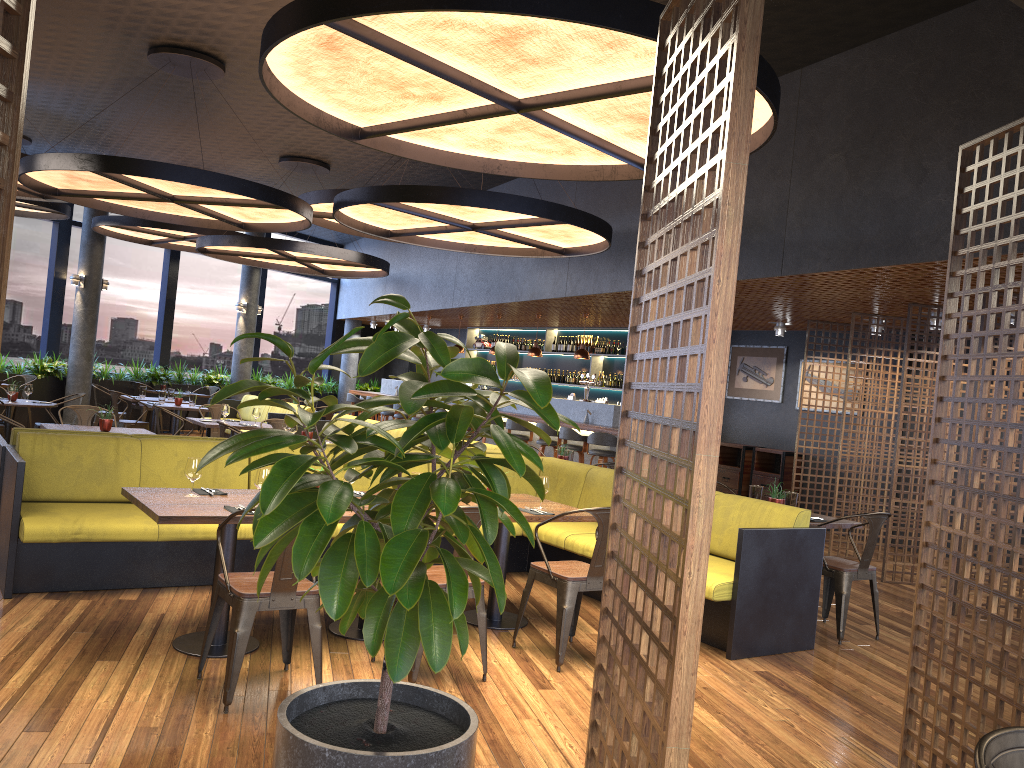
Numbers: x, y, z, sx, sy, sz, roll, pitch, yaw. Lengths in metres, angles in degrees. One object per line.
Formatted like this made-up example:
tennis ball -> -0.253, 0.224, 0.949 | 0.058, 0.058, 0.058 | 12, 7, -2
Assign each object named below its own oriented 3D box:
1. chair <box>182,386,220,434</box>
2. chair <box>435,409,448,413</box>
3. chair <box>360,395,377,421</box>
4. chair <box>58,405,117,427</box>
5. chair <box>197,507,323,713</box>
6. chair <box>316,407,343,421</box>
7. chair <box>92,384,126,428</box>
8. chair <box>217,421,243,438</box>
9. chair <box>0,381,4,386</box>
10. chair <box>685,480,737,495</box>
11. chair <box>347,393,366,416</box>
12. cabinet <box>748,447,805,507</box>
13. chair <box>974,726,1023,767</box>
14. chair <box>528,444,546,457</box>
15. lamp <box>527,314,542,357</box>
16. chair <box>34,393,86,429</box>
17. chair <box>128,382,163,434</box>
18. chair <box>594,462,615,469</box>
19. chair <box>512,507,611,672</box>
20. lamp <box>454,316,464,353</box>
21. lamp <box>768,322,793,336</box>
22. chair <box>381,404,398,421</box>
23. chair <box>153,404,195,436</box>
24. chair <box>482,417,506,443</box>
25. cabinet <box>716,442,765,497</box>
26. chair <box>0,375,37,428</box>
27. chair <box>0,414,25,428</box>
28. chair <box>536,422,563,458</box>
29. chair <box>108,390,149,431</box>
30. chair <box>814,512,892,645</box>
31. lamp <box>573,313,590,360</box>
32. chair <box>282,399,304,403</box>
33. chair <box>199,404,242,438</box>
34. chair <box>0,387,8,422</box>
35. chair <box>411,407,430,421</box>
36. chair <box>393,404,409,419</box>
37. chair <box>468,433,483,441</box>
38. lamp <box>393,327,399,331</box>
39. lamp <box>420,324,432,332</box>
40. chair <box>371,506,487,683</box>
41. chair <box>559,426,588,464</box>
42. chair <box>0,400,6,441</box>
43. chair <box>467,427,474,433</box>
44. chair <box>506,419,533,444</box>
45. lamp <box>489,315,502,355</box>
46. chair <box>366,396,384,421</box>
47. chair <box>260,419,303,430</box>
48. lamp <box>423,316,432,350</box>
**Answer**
chair -> -6.022, 0.498, 17.290 | 0.504, 0.917, 0.541 | 6, 0, 21
chair -> -1.106, 0.922, 14.946 | 0.483, 1.048, 0.438 | 6, 0, 27
chair -> -3.031, 0.736, 18.835 | 0.483, 1.048, 0.438 | 6, 0, -5
chair -> -4.072, 0.678, 8.454 | 0.504, 0.917, 0.541 | 6, 0, -34
chair -> -1.114, 0.968, 4.095 | 0.504, 0.917, 0.541 | 6, 0, -34
chair -> -2.998, 0.796, 14.022 | 0.504, 0.917, 0.541 | 6, 0, -34
chair -> -6.160, 0.477, 13.533 | 0.541, 0.917, 0.504 | 6, 0, -15
chair -> -2.583, 0.828, 8.482 | 0.541, 0.917, 0.504 | 6, 0, -34
chair -> -7.035, 0.386, 11.648 | 0.541, 0.917, 0.504 | 6, 0, -4
chair -> 1.659, 1.252, 7.301 | 0.504, 0.917, 0.541 | 6, 0, -34
chair -> -3.135, 0.724, 17.853 | 0.483, 1.048, 0.438 | 6, 0, 27
cabinet -> 3.643, 1.417, 12.299 | 0.473, 1.007, 0.553 | 6, 0, -34
chair -> 1.119, 1.188, 1.627 | 0.504, 0.917, 0.541 | 6, 0, -34
chair -> 0.128, 1.102, 9.529 | 0.504, 0.917, 0.541 | 6, 0, -34
lamp -> 0.400, -0.779, 14.270 | 0.250, 0.673, 0.250 | 6, 0, -2
chair -> -5.460, 0.542, 10.656 | 0.541, 0.917, 0.504 | 6, 0, -34
chair -> -6.683, 0.429, 16.138 | 0.504, 0.917, 0.541 | 6, 0, 31
chair -> 0.824, 1.170, 8.497 | 0.504, 0.917, 0.541 | 6, 0, -34
chair -> 0.374, 1.119, 5.110 | 0.504, 0.917, 0.541 | 6, 0, -34
lamp -> -0.970, -0.913, 16.299 | 0.250, 0.673, 0.250 | 6, 0, -2
lamp -> 3.569, -0.727, 11.797 | 0.228, 0.172, 0.228 | 6, 0, -34
chair -> -2.294, 0.806, 16.710 | 0.483, 1.048, 0.438 | 6, 0, 27
chair -> -3.818, 0.706, 10.036 | 0.541, 0.917, 0.504 | 6, 0, -34
chair -> -0.325, 0.999, 13.764 | 0.483, 1.048, 0.438 | 6, 0, 16
cabinet -> 3.254, 1.379, 12.874 | 0.473, 1.007, 0.553 | 6, 0, -34
chair -> -7.915, 0.302, 14.098 | 0.504, 0.917, 0.541 | 6, 0, 20
chair -> -4.284, 0.655, 7.527 | 0.541, 0.917, 0.504 | 6, 0, -34
chair -> 0.525, 1.082, 12.551 | 0.483, 1.048, 0.438 | 6, 0, 27
chair -> -5.309, 0.560, 12.230 | 0.504, 0.917, 0.541 | 6, 0, 33
chair -> 2.344, 1.319, 6.285 | 0.504, 0.917, 0.541 | 6, 0, -34
lamp -> 1.075, -0.713, 13.270 | 0.250, 0.673, 0.250 | 6, 0, -2
chair -> -3.703, 0.727, 15.068 | 0.504, 0.917, 0.541 | 6, 0, -34
chair -> -3.642, 0.726, 11.002 | 0.504, 0.917, 0.541 | 6, 0, -34
chair -> -6.335, 0.454, 10.653 | 0.541, 0.917, 0.504 | 6, 0, 38
chair -> -1.603, 0.873, 15.476 | 0.438, 1.048, 0.483 | 6, 0, -14
chair -> -1.975, 0.837, 16.101 | 0.438, 1.048, 0.483 | 6, 0, -5
chair -> -0.672, 1.024, 10.740 | 0.504, 0.917, 0.541 | 6, 0, -34
lamp -> -2.794, -1.349, 21.488 | 0.228, 0.172, 0.228 | 6, 0, -34
lamp -> -1.949, -1.266, 20.237 | 0.228, 0.172, 0.228 | 6, 0, -34
chair -> -0.373, 1.043, 4.601 | 0.504, 0.917, 0.541 | 6, 0, -34
chair -> 0.818, 1.111, 11.999 | 0.438, 1.048, 0.483 | 6, 0, -5
chair -> -5.942, 0.493, 9.832 | 0.504, 0.917, 0.541 | 6, 0, 5
chair -> -0.769, 0.955, 14.350 | 0.438, 1.048, 0.483 | 6, 0, -5
chair -> 0.087, 1.039, 13.191 | 0.438, 1.048, 0.483 | 6, 0, -20
lamp -> -0.245, -0.842, 15.225 | 0.250, 0.673, 0.250 | 6, 0, -2
chair -> -2.638, 0.772, 17.196 | 0.483, 1.048, 0.438 | 6, 0, 27
chair -> -2.411, 0.847, 9.348 | 0.504, 0.917, 0.541 | 6, 0, -34
lamp -> -1.637, -0.978, 17.287 | 0.250, 0.673, 0.250 | 6, 0, 43
